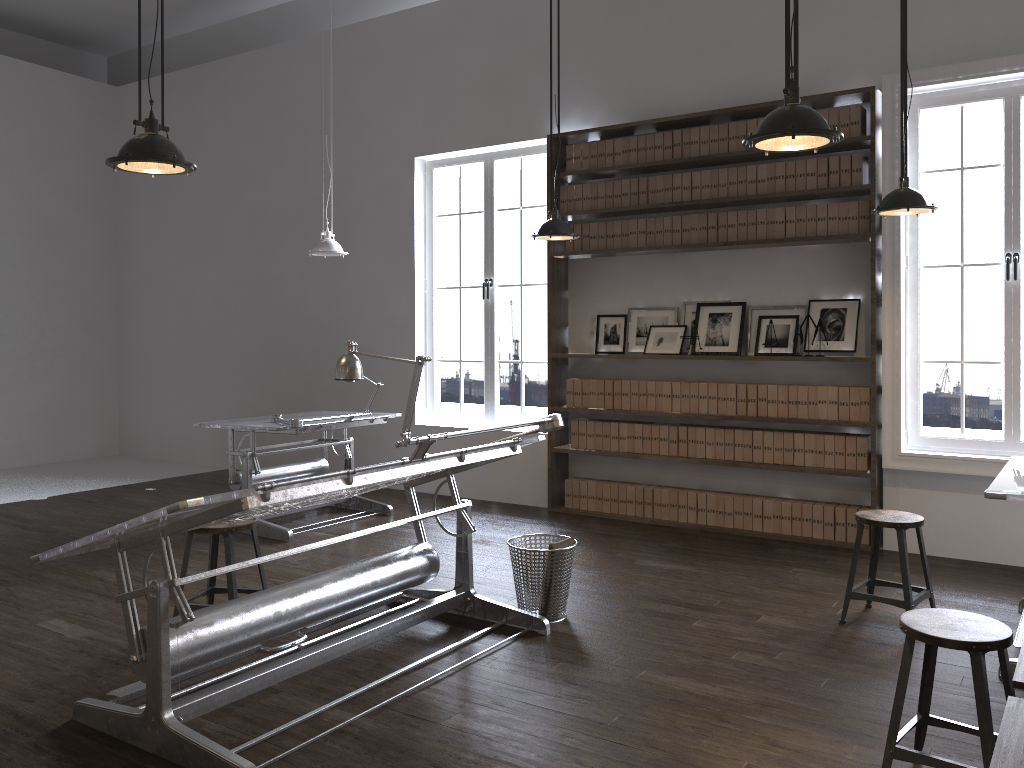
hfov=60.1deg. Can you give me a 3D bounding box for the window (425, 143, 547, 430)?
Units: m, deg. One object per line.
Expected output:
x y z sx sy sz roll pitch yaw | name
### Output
-0.186 -0.799 7.682 1.483 2.497 0.153 0 1 34 | window

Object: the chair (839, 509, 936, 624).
1.839 0.905 4.314 0.358 0.528 0.372 1 2 42 | chair

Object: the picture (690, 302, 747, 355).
1.508 -0.402 6.471 0.373 0.391 0.149 1 1 34 | picture

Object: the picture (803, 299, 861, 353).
2.184 -0.399 6.044 0.343 0.364 0.161 1 1 34 | picture

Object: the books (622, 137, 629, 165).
0.915 -1.775 6.834 0.067 0.225 0.174 0 1 34 | books

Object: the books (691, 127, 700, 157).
1.379 -1.759 6.517 0.067 0.225 0.174 0 1 34 | books

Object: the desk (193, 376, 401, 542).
-1.490 0.449 6.644 1.171 1.188 1.270 1 2 34 | desk

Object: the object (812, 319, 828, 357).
2.082 -0.311 5.984 0.110 0.262 0.040 0 0 34 | object

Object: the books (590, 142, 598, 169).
0.687 -1.783 6.989 0.067 0.225 0.174 0 1 34 | books

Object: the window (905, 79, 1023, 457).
3.043 -0.688 5.380 1.245 2.309 0.153 0 0 34 | window

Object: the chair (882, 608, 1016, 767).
1.352 0.996 2.703 0.358 0.528 0.372 1 2 42 | chair

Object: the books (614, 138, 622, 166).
0.861 -1.777 6.867 0.067 0.225 0.174 0 1 34 | books

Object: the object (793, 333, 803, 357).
1.939 -0.264 6.004 0.066 0.165 0.040 0 0 34 | object

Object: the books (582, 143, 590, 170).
0.627 -1.785 7.024 0.067 0.225 0.174 0 1 34 | books

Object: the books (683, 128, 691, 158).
1.328 -1.761 6.559 0.067 0.225 0.174 0 1 34 | books

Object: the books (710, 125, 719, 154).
1.501 -1.755 6.444 0.067 0.225 0.174 0 1 34 | books

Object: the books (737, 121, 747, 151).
1.670 -1.749 6.323 0.067 0.226 0.174 0 1 34 | books

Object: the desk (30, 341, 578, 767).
-0.623 0.507 3.763 1.077 1.386 2.282 1 2 34 | desk

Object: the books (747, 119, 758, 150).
1.730 -1.747 6.283 0.067 0.225 0.174 0 1 34 | books

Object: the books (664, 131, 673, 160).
1.204 -1.765 6.642 0.067 0.225 0.174 0 1 34 | books

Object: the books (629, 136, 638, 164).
0.968 -1.773 6.793 0.067 0.226 0.174 0 1 34 | books

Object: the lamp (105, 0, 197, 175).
-1.320 -1.915 3.233 0.311 2.252 0.313 0 0 -36 | lamp

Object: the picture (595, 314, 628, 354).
0.789 -0.394 7.032 0.267 0.315 0.058 1 1 34 | picture

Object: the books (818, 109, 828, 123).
2.133 -1.733 6.014 0.067 0.226 0.174 0 1 34 | books

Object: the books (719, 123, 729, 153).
1.558 -1.753 6.404 0.067 0.225 0.174 0 1 34 | books

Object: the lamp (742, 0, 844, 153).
0.899 -1.900 2.848 0.313 2.252 0.311 0 0 13 | lamp

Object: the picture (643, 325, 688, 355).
1.155 -0.329 6.675 0.300 0.229 0.144 1 2 34 | picture

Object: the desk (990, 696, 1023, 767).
0.826 1.022 0.938 0.656 0.669 1.670 1 3 34 | desk

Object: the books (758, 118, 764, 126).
1.792 -1.745 6.245 0.067 0.225 0.174 0 1 34 | books

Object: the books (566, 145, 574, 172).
0.504 -1.789 7.102 0.067 0.226 0.174 0 1 34 | books

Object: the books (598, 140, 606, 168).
0.744 -1.781 6.948 0.067 0.225 0.174 0 1 34 | books

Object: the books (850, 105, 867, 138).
2.308 -1.727 5.899 0.067 0.225 0.174 0 1 34 | books

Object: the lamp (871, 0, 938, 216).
1.977 -1.992 4.470 0.313 2.252 0.311 0 0 13 | lamp

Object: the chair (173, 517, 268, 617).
-1.383 0.919 4.231 0.371 0.528 0.358 0 1 12 | chair

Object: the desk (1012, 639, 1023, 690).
1.807 0.938 2.405 0.656 0.669 1.670 1 3 34 | desk

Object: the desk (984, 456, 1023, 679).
2.689 0.641 3.780 1.071 1.097 1.270 1 2 34 | desk

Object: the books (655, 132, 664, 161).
1.142 -1.767 6.678 0.067 0.225 0.174 0 1 34 | books

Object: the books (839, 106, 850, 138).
2.251 -1.729 5.942 0.067 0.225 0.174 0 1 34 | books

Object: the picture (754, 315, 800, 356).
1.867 -0.339 6.241 0.289 0.290 0.127 1 1 34 | picture

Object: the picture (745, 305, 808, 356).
1.880 -0.376 6.282 0.434 0.361 0.095 1 1 34 | picture

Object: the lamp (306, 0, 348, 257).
-1.406 -2.108 6.731 0.313 2.252 0.311 0 0 13 | lamp

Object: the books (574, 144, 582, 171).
0.565 -1.787 7.062 0.067 0.225 0.174 0 1 34 | books

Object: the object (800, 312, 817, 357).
2.009 -0.333 6.000 0.118 0.304 0.040 0 0 34 | object

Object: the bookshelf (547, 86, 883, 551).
1.425 -0.100 6.551 2.474 3.722 0.412 1 1 34 | bookshelf

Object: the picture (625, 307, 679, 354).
1.074 -0.407 6.820 0.415 0.365 0.083 1 1 34 | picture

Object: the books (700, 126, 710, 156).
1.441 -1.757 6.480 0.067 0.225 0.174 0 1 34 | books

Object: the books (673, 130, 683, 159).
1.263 -1.763 6.596 0.067 0.226 0.174 0 1 34 | books

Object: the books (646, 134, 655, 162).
1.086 -1.769 6.721 0.067 0.225 0.174 0 1 34 | books

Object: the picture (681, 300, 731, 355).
1.433 -0.416 6.584 0.369 0.406 0.091 1 1 34 | picture

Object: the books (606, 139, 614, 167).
0.800 -1.779 6.906 0.067 0.226 0.174 0 1 34 | books

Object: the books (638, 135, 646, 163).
1.027 -1.771 6.760 0.067 0.225 0.174 0 1 34 | books

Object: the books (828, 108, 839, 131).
2.192 -1.731 5.981 0.067 0.225 0.174 0 1 34 | books

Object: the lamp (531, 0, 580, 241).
0.272 -2.051 5.614 0.313 2.252 0.311 0 0 13 | lamp

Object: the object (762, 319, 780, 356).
1.794 -0.318 6.133 0.124 0.260 0.040 0 0 34 | object

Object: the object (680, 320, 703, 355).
1.307 -0.335 6.443 0.174 0.260 0.040 1 1 34 | object
